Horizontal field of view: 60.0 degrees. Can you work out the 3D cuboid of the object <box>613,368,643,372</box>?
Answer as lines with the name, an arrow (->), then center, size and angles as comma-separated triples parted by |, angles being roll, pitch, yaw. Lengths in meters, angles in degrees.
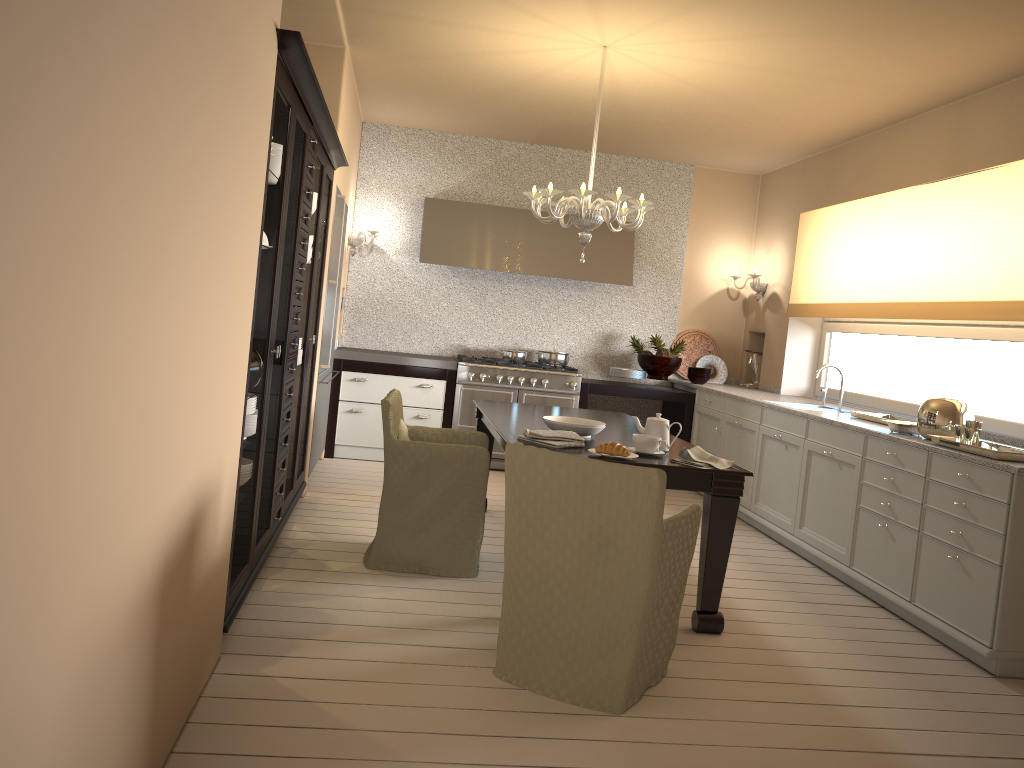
object -> 0.900, -0.105, 6.860 | 0.278, 0.011, 0.279 | 4, 4, -20

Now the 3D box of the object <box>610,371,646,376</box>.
object -> 0.896, -0.078, 6.861 | 0.278, 0.011, 0.279 | 4, 4, -20

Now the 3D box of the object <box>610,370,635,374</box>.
object -> 0.898, -0.087, 6.861 | 0.278, 0.011, 0.279 | 4, 4, -20

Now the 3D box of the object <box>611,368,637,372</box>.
object -> 0.899, -0.103, 6.860 | 0.278, 0.011, 0.279 | 4, 4, -20

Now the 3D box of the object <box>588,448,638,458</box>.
object -> 0.389, 0.272, 3.414 | 0.194, 0.014, 0.195 | 3, 5, -32

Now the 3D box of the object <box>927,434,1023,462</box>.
object -> 1.955, 0.266, 3.632 | 0.274, 0.034, 0.447 | 5, 4, -8

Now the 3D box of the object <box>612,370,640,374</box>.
object -> 0.898, -0.089, 6.860 | 0.278, 0.011, 0.279 | 4, 4, -20

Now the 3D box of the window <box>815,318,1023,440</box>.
window -> 2.600, -0.420, 4.926 | 0.047, 1.351, 3.575 | 6, 4, -8

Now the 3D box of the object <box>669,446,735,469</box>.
object -> 0.749, 0.282, 3.454 | 0.204, 0.063, 0.197 | 2, 5, -45

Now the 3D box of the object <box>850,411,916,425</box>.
object -> 2.056, 0.195, 4.814 | 0.240, 0.030, 0.430 | 5, 4, -8

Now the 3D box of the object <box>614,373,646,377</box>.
object -> 0.896, -0.069, 6.861 | 0.278, 0.011, 0.279 | 4, 4, -20

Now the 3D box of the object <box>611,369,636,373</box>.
object -> 0.899, -0.095, 6.860 | 0.278, 0.011, 0.279 | 4, 4, -20

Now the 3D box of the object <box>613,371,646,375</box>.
object -> 0.897, -0.084, 6.862 | 0.278, 0.011, 0.279 | 4, 4, -20

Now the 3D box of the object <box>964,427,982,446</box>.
object -> 1.899, 0.227, 3.660 | 0.063, 0.090, 0.063 | 4, 3, -35

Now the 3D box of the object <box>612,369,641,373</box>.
object -> 0.899, -0.097, 6.860 | 0.278, 0.011, 0.279 | 4, 4, -20

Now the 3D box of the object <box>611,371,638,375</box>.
object -> 0.897, -0.081, 6.861 | 0.278, 0.011, 0.279 | 4, 4, -20

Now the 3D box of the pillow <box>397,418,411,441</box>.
pillow -> -0.448, 0.321, 4.047 | 0.192, 0.294, 0.441 | 6, 3, -8

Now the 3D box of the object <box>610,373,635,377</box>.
object -> 0.896, -0.064, 6.861 | 0.278, 0.011, 0.279 | 4, 4, -20

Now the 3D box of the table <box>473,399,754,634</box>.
table -> 0.313, 0.537, 4.306 | 0.918, 0.652, 1.995 | 6, 4, -8

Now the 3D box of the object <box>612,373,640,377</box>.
object -> 0.896, -0.066, 6.861 | 0.278, 0.011, 0.279 | 4, 4, -20

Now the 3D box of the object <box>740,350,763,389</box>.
object -> 2.094, -0.107, 7.259 | 0.390, 0.306, 0.383 | 6, 3, -7

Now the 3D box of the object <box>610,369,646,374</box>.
object -> 0.898, -0.092, 6.861 | 0.278, 0.011, 0.279 | 4, 4, -20

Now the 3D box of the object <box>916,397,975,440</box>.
object -> 1.965, 0.164, 4.018 | 0.235, 0.195, 0.236 | 6, 3, 9

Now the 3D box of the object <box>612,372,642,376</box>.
object -> 0.897, -0.075, 6.861 | 0.278, 0.011, 0.279 | 4, 4, -20

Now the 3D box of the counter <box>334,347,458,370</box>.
counter -> -0.883, -0.199, 6.763 | 0.895, 0.062, 0.601 | 5, 4, -7

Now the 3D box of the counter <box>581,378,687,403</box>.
counter -> 0.918, 0.044, 7.001 | 0.764, 0.079, 0.601 | 5, 4, -7

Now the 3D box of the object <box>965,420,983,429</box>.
object -> 1.902, 0.197, 3.659 | 0.063, 0.090, 0.063 | 4, 3, -35

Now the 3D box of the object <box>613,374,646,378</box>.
object -> 0.896, -0.061, 6.862 | 0.278, 0.011, 0.279 | 4, 4, -20

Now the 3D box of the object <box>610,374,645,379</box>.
object -> 0.895, -0.056, 6.861 | 0.278, 0.011, 0.279 | 4, 4, -20

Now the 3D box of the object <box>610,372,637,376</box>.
object -> 0.896, -0.072, 6.861 | 0.278, 0.011, 0.279 | 4, 4, -20

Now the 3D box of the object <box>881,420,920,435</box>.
object -> 1.874, 0.210, 4.210 | 0.197, 0.048, 0.153 | 5, 4, -7

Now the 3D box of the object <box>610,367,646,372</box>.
object -> 0.901, -0.109, 6.860 | 0.278, 0.011, 0.279 | 4, 4, -20

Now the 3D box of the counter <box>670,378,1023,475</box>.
counter -> 1.908, 0.151, 5.379 | 0.652, 0.068, 4.249 | 5, 4, -8

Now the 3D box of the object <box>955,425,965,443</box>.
object -> 1.897, 0.221, 3.734 | 0.063, 0.090, 0.063 | 4, 3, -35

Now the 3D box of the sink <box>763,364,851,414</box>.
sink -> 1.859, 0.103, 5.509 | 0.458, 0.481, 0.539 | 6, 3, -7

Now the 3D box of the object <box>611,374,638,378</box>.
object -> 0.895, -0.059, 6.862 | 0.278, 0.011, 0.279 | 4, 4, -20

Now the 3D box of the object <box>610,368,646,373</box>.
object -> 0.899, -0.100, 6.859 | 0.278, 0.011, 0.279 | 4, 4, -20
